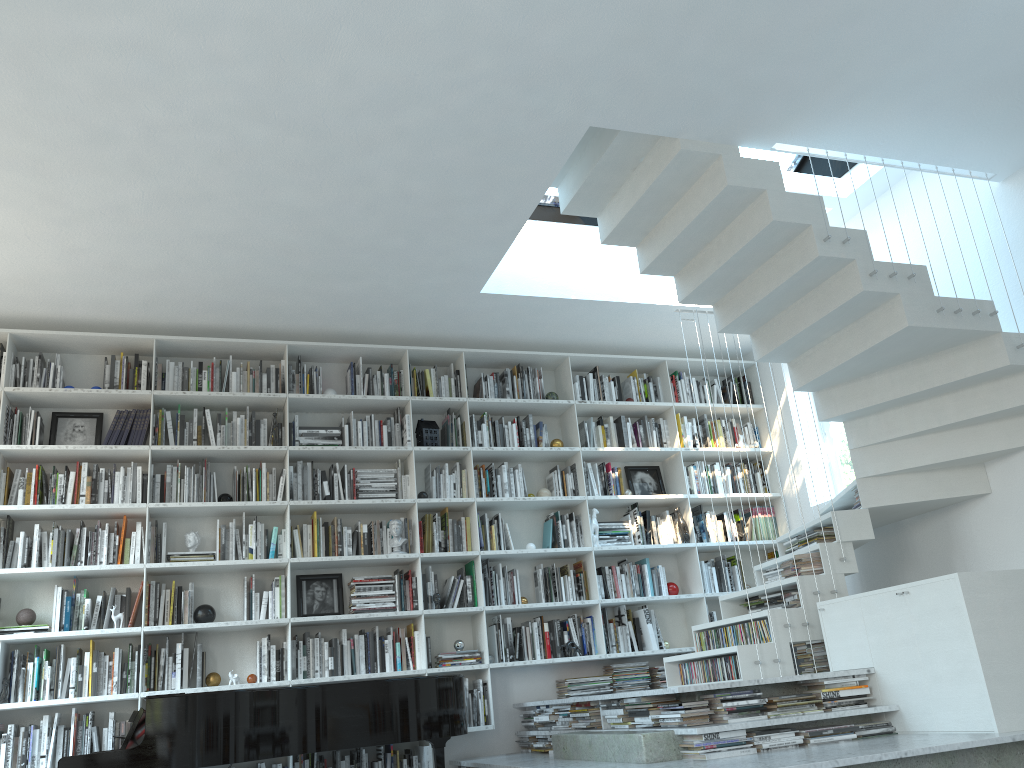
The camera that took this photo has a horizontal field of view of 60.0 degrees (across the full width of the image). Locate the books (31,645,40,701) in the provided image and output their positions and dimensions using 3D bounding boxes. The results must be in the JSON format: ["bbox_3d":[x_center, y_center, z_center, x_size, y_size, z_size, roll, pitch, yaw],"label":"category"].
[{"bbox_3d":[-2.738,1.668,5.096,0.006,0.313,0.146,1,-21,-20],"label":"books"}]

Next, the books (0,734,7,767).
[{"bbox_3d":[-2.803,2.055,4.910,0.022,0.220,0.188,1,-21,-20],"label":"books"}]

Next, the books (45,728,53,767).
[{"bbox_3d":[-2.612,2.063,5.003,0.012,0.231,0.149,1,-21,-20],"label":"books"}]

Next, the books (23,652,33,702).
[{"bbox_3d":[-2.770,1.683,5.075,0.008,0.278,0.165,1,-21,-20],"label":"books"}]

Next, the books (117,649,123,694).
[{"bbox_3d":[-2.317,1.709,5.244,0.013,0.259,0.143,1,-21,-20],"label":"books"}]

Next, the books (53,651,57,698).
[{"bbox_3d":[-2.641,1.686,5.149,0.009,0.298,0.142,1,-21,-20],"label":"books"}]

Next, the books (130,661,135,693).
[{"bbox_3d":[-2.249,1.750,5.268,0.023,0.186,0.131,1,-21,-20],"label":"books"}]

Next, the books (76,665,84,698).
[{"bbox_3d":[-2.497,1.733,5.146,0.029,0.181,0.190,1,-21,-20],"label":"books"}]

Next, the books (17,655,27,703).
[{"bbox_3d":[-2.792,1.688,5.060,0.007,0.263,0.177,1,-21,-20],"label":"books"}]

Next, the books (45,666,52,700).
[{"bbox_3d":[-2.651,1.724,5.090,0.016,0.188,0.184,1,-21,-20],"label":"books"}]

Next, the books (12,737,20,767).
[{"bbox_3d":[-2.761,2.075,4.949,0.025,0.199,0.137,1,-21,-20],"label":"books"}]

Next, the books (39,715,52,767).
[{"bbox_3d":[-2.632,2.030,5.006,0.027,0.298,0.143,1,-21,-20],"label":"books"}]

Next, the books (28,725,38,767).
[{"bbox_3d":[-2.678,2.042,4.956,0.010,0.251,0.178,1,-21,-20],"label":"books"}]

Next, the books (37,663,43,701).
[{"bbox_3d":[-2.706,1.723,5.104,0.016,0.210,0.146,1,-21,-20],"label":"books"}]

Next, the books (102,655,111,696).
[{"bbox_3d":[-2.385,1.721,5.214,0.025,0.228,0.153,1,-21,-20],"label":"books"}]

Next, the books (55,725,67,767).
[{"bbox_3d":[-2.556,2.062,5.025,0.031,0.238,0.132,1,-21,-20],"label":"books"}]

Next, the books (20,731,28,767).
[{"bbox_3d":[-2.707,2.055,4.943,0.028,0.222,0.189,1,-21,-20],"label":"books"}]

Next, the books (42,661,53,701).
[{"bbox_3d":[-2.668,1.711,5.093,0.015,0.218,0.190,1,-21,-20],"label":"books"}]

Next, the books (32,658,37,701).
[{"bbox_3d":[-2.724,1.701,5.086,0.014,0.242,0.171,1,-21,-20],"label":"books"}]

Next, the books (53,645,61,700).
[{"bbox_3d":[-2.616,1.673,5.122,0.019,0.299,0.180,1,-21,-20],"label":"books"}]

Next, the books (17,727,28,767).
[{"bbox_3d":[-2.742,2.055,4.968,0.022,0.247,0.134,1,-21,-20],"label":"books"}]

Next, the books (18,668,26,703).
[{"bbox_3d":[-2.771,1.717,5.038,0.019,0.188,0.194,1,-21,-20],"label":"books"}]

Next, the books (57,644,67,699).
[{"bbox_3d":[-2.605,1.675,5.139,0.012,0.305,0.190,1,-21,-20],"label":"books"}]

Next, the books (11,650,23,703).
[{"bbox_3d":[-2.828,1.677,5.064,0.014,0.293,0.172,1,-21,-20],"label":"books"}]

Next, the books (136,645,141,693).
[{"bbox_3d":[-2.220,1.706,5.291,0.024,0.279,0.136,1,-21,-20],"label":"books"}]

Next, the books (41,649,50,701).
[{"bbox_3d":[-2.680,1.677,5.095,0.007,0.285,0.183,1,-21,-20],"label":"books"}]

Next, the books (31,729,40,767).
[{"bbox_3d":[-2.663,2.058,4.970,0.028,0.228,0.158,1,-21,-20],"label":"books"}]

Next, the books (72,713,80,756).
[{"bbox_3d":[-2.482,2.032,5.045,0.012,0.294,0.177,1,-21,-20],"label":"books"}]

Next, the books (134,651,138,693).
[{"bbox_3d":[-2.227,1.716,5.259,0.010,0.239,0.175,1,-21,-20],"label":"books"}]

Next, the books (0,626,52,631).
[{"bbox_3d":[-2.832,1.432,5.156,0.285,0.012,0.160,0,-21,-16],"label":"books"}]

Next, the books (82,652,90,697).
[{"bbox_3d":[-2.478,1.704,5.177,0.026,0.253,0.177,1,-21,-20],"label":"books"}]

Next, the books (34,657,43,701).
[{"bbox_3d":[-2.709,1.696,5.078,0.009,0.243,0.185,1,-21,-20],"label":"books"}]

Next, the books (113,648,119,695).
[{"bbox_3d":[-2.327,1.699,5.222,0.021,0.264,0.186,1,-21,-20],"label":"books"}]

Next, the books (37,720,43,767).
[{"bbox_3d":[-2.652,2.044,5.001,0.013,0.272,0.146,1,-21,-20],"label":"books"}]

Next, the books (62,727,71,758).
[{"bbox_3d":[-2.527,2.068,5.029,0.028,0.224,0.134,1,-21,-20],"label":"books"}]

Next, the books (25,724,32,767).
[{"bbox_3d":[-2.690,2.041,4.957,0.013,0.256,0.190,1,-21,-20],"label":"books"}]

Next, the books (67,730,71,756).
[{"bbox_3d":[-2.506,2.076,5.033,0.013,0.208,0.155,1,-21,-20],"label":"books"}]

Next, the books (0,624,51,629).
[{"bbox_3d":[-2.835,1.423,5.166,0.254,0.012,0.161,1,-21,-19],"label":"books"}]

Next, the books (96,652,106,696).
[{"bbox_3d":[-2.406,1.706,5.195,0.028,0.248,0.159,1,-21,-20],"label":"books"}]

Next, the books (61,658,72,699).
[{"bbox_3d":[-2.581,1.718,5.152,0.045,0.229,0.138,1,-21,-20],"label":"books"}]

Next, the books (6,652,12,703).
[{"bbox_3d":[-2.856,1.683,5.061,0.008,0.284,0.160,1,-21,-20],"label":"books"}]

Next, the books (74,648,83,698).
[{"bbox_3d":[-2.525,1.689,5.164,0.014,0.281,0.151,1,-21,-20],"label":"books"}]

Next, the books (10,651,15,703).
[{"bbox_3d":[-2.845,1.681,5.064,0.016,0.288,0.153,1,-21,-20],"label":"books"}]

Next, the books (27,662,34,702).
[{"bbox_3d":[-2.740,1.711,5.068,0.015,0.216,0.180,1,-21,-20],"label":"books"}]

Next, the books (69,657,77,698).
[{"bbox_3d":[-2.542,1.713,5.149,0.027,0.229,0.159,1,-21,-20],"label":"books"}]

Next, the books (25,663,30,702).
[{"bbox_3d":[-2.758,1.714,5.075,0.015,0.217,0.177,1,-21,-20],"label":"books"}]

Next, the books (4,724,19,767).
[{"bbox_3d":[-2.783,2.036,4.932,0.029,0.265,0.172,1,-21,-20],"label":"books"}]

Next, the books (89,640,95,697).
[{"bbox_3d":[-2.460,1.672,5.193,0.021,0.321,0.172,1,-21,-20],"label":"books"}]

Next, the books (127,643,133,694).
[{"bbox_3d":[-2.261,1.691,5.249,0.014,0.285,0.180,1,-21,-20],"label":"books"}]

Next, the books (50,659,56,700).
[{"bbox_3d":[-2.649,1.717,5.132,0.016,0.230,0.137,1,-21,-20],"label":"books"}]

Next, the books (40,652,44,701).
[{"bbox_3d":[-2.695,1.689,5.111,0.009,0.276,0.158,1,-21,-20],"label":"books"}]

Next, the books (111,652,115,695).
[{"bbox_3d":[-2.347,1.714,5.229,0.010,0.245,0.160,1,-21,-20],"label":"books"}]

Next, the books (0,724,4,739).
[{"bbox_3d":[-2.851,2.036,4.924,0.010,0.272,0.150,1,-21,-20],"label":"books"}]

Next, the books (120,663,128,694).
[{"bbox_3d":[-2.288,1.746,5.240,0.041,0.181,0.142,1,-21,-20],"label":"books"}]

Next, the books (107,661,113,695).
[{"bbox_3d":[-2.361,1.739,5.219,0.023,0.193,0.140,1,-21,-20],"label":"books"}]

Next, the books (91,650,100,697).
[{"bbox_3d":[-2.431,1.698,5.184,0.028,0.259,0.181,1,-21,-20],"label":"books"}]

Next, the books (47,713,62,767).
[{"bbox_3d":[-2.585,2.021,5.006,0.039,0.306,0.173,1,-21,-20],"label":"books"}]

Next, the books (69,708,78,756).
[{"bbox_3d":[-2.492,2.014,5.039,0.014,0.324,0.171,1,-21,-20],"label":"books"}]

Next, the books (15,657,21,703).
[{"bbox_3d":[-2.812,1.697,5.071,0.022,0.256,0.142,1,-21,-20],"label":"books"}]

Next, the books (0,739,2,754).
[{"bbox_3d":[-2.831,2.072,4.918,0.024,0.197,0.149,1,-21,-20],"label":"books"}]
